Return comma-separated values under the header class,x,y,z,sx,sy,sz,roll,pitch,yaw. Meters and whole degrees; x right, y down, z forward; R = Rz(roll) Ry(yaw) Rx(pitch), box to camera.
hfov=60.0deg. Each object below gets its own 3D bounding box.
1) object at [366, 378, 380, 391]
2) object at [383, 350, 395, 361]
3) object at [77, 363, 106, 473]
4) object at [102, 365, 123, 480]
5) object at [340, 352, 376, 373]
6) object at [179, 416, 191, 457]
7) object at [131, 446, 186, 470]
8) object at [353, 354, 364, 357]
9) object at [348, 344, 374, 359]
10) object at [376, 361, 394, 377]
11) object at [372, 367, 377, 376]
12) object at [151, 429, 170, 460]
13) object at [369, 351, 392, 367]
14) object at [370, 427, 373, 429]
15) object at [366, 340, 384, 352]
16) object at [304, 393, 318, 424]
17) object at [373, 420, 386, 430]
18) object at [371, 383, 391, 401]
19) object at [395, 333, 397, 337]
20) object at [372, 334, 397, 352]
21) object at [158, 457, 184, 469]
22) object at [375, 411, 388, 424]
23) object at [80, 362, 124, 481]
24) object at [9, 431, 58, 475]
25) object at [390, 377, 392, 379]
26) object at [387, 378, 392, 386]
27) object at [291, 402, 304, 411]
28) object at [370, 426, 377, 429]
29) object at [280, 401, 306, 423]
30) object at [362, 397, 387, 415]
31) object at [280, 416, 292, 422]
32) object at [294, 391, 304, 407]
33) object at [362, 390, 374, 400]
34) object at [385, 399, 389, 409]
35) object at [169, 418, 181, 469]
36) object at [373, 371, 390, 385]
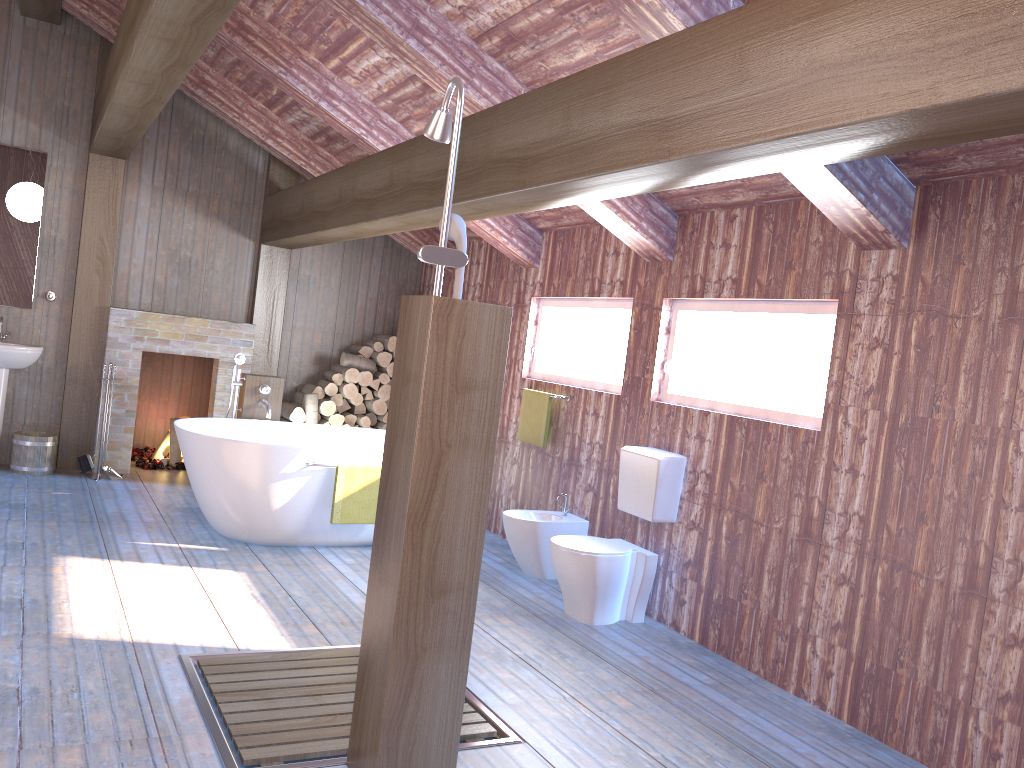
class,x,y,z,sx,sy,sz,roll,pitch,yaw
object,-1.294,-0.006,7.859,0.109,0.124,0.424,6,2,-29
object,-1.080,-0.271,7.952,0.141,0.143,0.437,6,2,-30
object,-3.194,0.259,6.733,0.062,0.846,0.136,9,3,43
object,-3.062,0.285,6.793,0.206,0.871,0.126,8,2,14
object,-1.338,-0.184,7.704,0.302,0.157,0.121,6,2,-28
object,-2.911,0.515,7.879,0.140,0.459,0.266,7,2,-11
object,-3.060,0.659,7.918,0.935,0.085,0.829,9,3,44
object,-1.407,-0.204,7.890,0.113,0.130,0.291,6,2,-28
object,-1.351,-0.284,7.914,0.140,0.121,0.319,6,2,-27
object,-1.131,-0.140,7.938,0.143,0.151,0.440,6,2,-28
object,-1.309,-0.146,7.950,0.121,0.124,0.291,6,2,-28
object,-3.028,0.547,7.747,0.221,0.306,0.121,7,2,-1
object,-1.214,-0.239,7.903,0.139,0.148,0.458,6,2,-28
object,-1.281,0.398,7.895,0.054,0.056,0.146,6,2,-28
object,-1.217,-0.336,7.859,0.094,0.097,0.227,6,2,-28
object,-1.693,0.226,7.475,0.147,0.298,0.109,6,2,-26
object,-1.166,0.390,7.940,0.116,0.117,0.289,6,2,-31
object,-1.205,0.060,7.918,0.136,0.157,0.439,6,2,-28
object,-0.964,-0.436,8.037,0.104,0.121,0.270,6,2,-28
object,-1.122,-0.368,7.940,0.135,0.139,0.456,6,2,-28
object,-2.926,0.672,7.637,0.085,0.084,0.278,8,2,18
object,-1.157,0.283,7.939,0.114,0.113,0.301,6,2,-31
object,-3.158,0.270,6.812,0.276,0.888,0.333,8,2,13
object,-3.603,0.520,6.686,0.309,0.290,0.308,6,2,-18
object,-1.063,-0.029,8.018,0.172,0.151,0.482,6,2,-27
object,-1.139,-0.013,7.921,0.095,0.090,0.278,6,2,-27
object,-1.854,0.213,7.704,0.099,0.093,0.280,6,2,-28
object,-1.266,0.434,7.922,0.115,0.112,0.423,6,2,-28
object,-1.892,0.238,7.575,0.139,0.137,0.455,6,2,-30
object,-1.258,0.180,7.902,0.141,0.143,0.437,6,2,-30
object,-1.908,0.368,7.568,0.137,0.133,0.437,6,2,-30
object,-1.809,0.135,7.723,0.108,0.113,0.302,6,2,-28
object,-1.304,0.083,7.871,0.085,0.096,0.280,6,2,-28
object,-1.146,0.155,7.944,0.111,0.118,0.302,6,2,-29
object,-2.896,0.511,7.627,0.098,0.434,0.283,6,2,-30
object,-1.207,-0.069,7.899,0.102,0.109,0.438,6,2,-28
